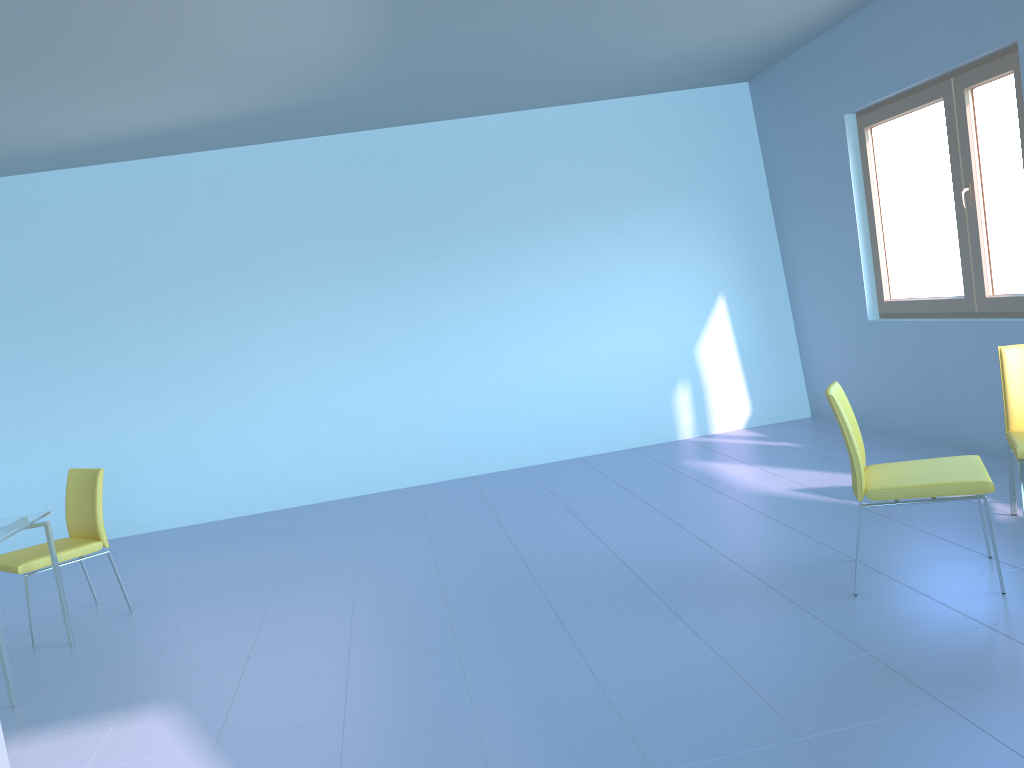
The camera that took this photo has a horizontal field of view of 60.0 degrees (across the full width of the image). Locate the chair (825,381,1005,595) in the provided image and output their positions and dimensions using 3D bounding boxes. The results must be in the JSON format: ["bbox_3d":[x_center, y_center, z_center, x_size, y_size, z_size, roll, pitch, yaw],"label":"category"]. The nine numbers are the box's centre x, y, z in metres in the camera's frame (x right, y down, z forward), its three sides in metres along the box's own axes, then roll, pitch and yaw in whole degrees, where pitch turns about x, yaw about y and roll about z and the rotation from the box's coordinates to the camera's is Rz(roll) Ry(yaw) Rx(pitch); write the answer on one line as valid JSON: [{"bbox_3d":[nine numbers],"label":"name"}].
[{"bbox_3d":[1.394,0.333,3.108,0.484,0.695,0.387,-7,6,23],"label":"chair"}]

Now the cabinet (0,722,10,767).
[{"bbox_3d":[-2.195,1.025,1.299,2.139,0.800,2.200,-10,5,-8],"label":"cabinet"}]

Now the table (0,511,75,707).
[{"bbox_3d":[-2.493,0.969,3.473,1.173,0.590,0.730,-10,5,-8],"label":"table"}]

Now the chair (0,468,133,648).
[{"bbox_3d":[-2.149,0.789,4.172,0.387,0.695,0.484,-4,7,40],"label":"chair"}]

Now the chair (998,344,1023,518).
[{"bbox_3d":[2.080,0.203,3.328,0.387,0.695,0.484,-7,6,23],"label":"chair"}]

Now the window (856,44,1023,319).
[{"bbox_3d":[2.304,-0.977,4.741,0.142,1.263,1.475,-10,5,-8],"label":"window"}]
